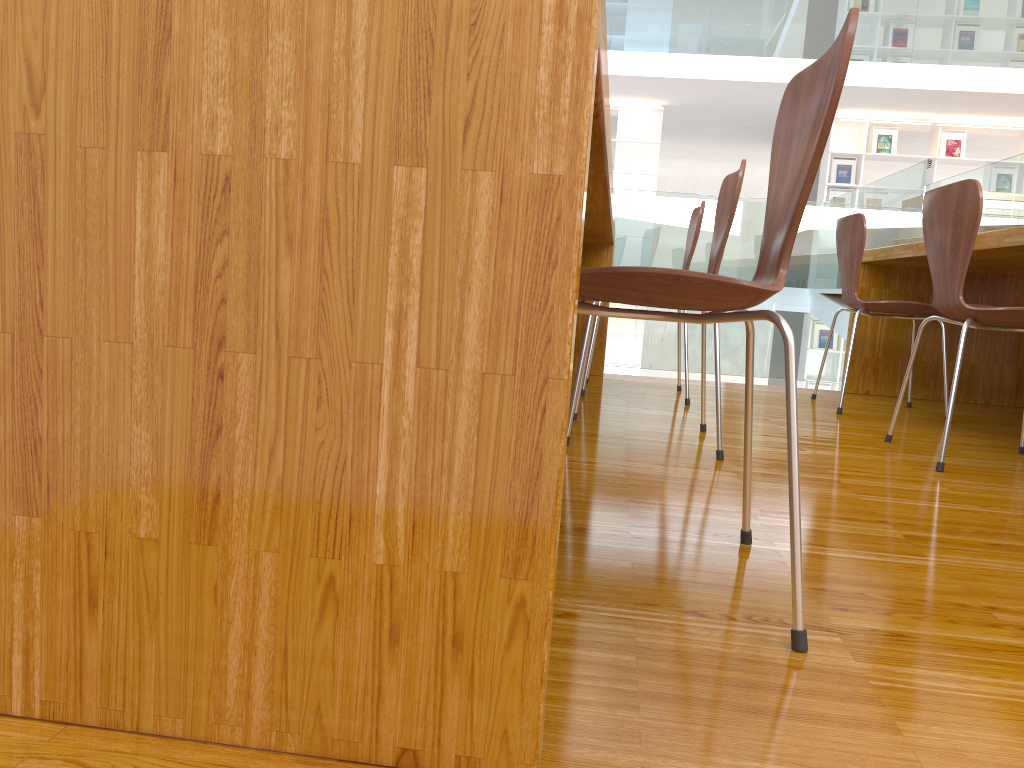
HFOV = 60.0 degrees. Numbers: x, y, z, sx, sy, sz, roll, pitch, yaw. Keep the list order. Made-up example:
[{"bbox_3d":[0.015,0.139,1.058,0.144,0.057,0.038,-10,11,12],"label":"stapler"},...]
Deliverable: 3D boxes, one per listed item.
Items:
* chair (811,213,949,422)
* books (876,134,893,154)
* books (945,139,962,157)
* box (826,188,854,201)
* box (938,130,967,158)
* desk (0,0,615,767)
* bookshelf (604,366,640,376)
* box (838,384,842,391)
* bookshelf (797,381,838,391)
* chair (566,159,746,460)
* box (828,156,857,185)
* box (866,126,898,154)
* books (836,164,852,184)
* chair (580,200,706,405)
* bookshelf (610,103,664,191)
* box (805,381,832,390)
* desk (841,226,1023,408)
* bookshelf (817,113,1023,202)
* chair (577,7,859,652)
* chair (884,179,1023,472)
[{"bbox_3d":[1.359,-0.246,3.214,0.381,0.693,0.428,5,7,6],"label":"chair"},{"bbox_3d":[3.872,-2.487,9.222,0.145,0.210,0.037,5,7,6],"label":"books"},{"bbox_3d":[4.552,-2.413,9.149,0.145,0.210,0.037,5,7,6],"label":"books"},{"bbox_3d":[3.474,-1.918,9.436,0.245,0.296,0.274,5,7,6],"label":"box"},{"bbox_3d":[4.563,-2.481,9.242,0.245,0.296,0.274,5,7,6],"label":"box"},{"bbox_3d":[-0.407,-0.012,2.283,1.248,1.022,3.216,5,7,6],"label":"desk"},{"bbox_3d":[-0.404,-0.178,10.073,3.666,1.836,0.397,5,7,6],"label":"bookshelf"},{"bbox_3d":[3.698,0.155,9.635,0.245,0.296,0.274,5,7,6],"label":"box"},{"bbox_3d":[4.604,0.255,9.468,2.984,1.836,0.498,5,7,6],"label":"bookshelf"},{"bbox_3d":[0.354,-0.204,2.242,0.381,0.693,0.428,5,7,6],"label":"chair"},{"bbox_3d":[3.491,-2.244,9.398,0.245,0.296,0.274,5,7,6],"label":"box"},{"bbox_3d":[3.892,-2.537,9.319,0.245,0.296,0.274,5,7,6],"label":"box"},{"bbox_3d":[3.479,-2.192,9.298,0.145,0.210,0.037,5,7,6],"label":"books"},{"bbox_3d":[0.469,-0.309,3.201,0.381,0.693,0.428,5,7,6],"label":"chair"},{"bbox_3d":[-0.262,-2.214,9.783,3.666,1.836,0.498,5,7,6],"label":"bookshelf"},{"bbox_3d":[3.326,0.123,9.676,0.245,0.296,0.274,5,7,6],"label":"box"},{"bbox_3d":[1.630,-0.055,2.124,0.760,0.606,3.356,5,7,6],"label":"desk"},{"bbox_3d":[4.752,-1.786,9.228,2.984,1.836,0.498,5,7,6],"label":"bookshelf"},{"bbox_3d":[0.186,-0.088,1.154,0.381,0.693,0.428,5,7,6],"label":"chair"},{"bbox_3d":[1.245,-0.141,2.255,0.381,0.693,0.428,5,7,6],"label":"chair"}]
